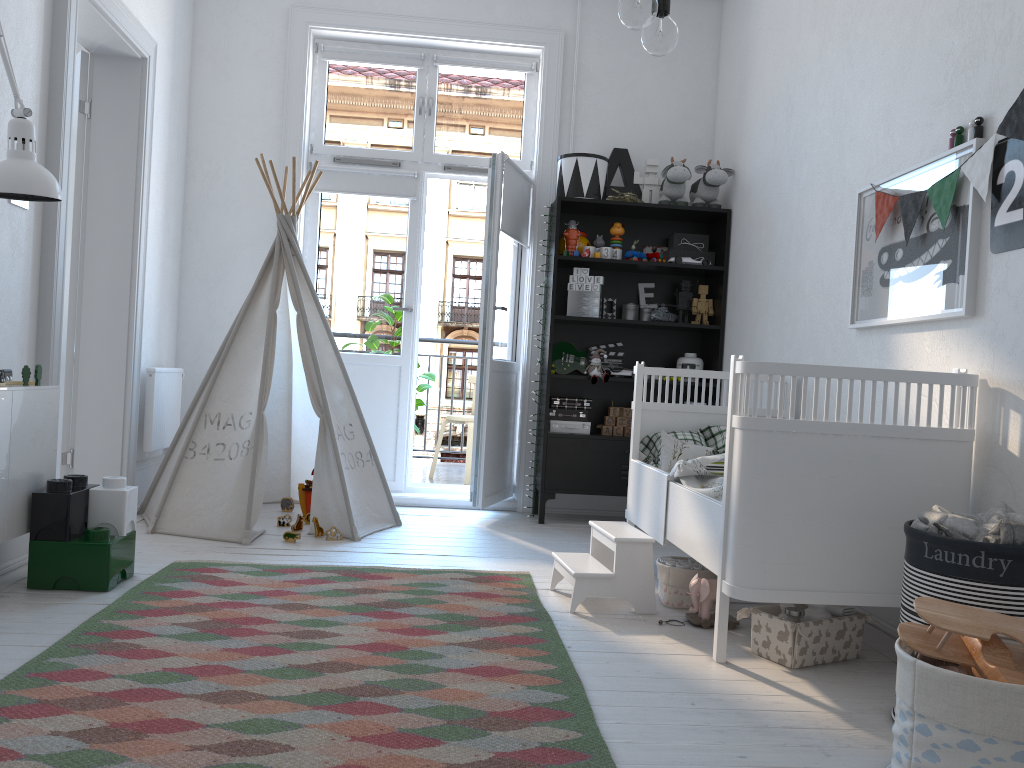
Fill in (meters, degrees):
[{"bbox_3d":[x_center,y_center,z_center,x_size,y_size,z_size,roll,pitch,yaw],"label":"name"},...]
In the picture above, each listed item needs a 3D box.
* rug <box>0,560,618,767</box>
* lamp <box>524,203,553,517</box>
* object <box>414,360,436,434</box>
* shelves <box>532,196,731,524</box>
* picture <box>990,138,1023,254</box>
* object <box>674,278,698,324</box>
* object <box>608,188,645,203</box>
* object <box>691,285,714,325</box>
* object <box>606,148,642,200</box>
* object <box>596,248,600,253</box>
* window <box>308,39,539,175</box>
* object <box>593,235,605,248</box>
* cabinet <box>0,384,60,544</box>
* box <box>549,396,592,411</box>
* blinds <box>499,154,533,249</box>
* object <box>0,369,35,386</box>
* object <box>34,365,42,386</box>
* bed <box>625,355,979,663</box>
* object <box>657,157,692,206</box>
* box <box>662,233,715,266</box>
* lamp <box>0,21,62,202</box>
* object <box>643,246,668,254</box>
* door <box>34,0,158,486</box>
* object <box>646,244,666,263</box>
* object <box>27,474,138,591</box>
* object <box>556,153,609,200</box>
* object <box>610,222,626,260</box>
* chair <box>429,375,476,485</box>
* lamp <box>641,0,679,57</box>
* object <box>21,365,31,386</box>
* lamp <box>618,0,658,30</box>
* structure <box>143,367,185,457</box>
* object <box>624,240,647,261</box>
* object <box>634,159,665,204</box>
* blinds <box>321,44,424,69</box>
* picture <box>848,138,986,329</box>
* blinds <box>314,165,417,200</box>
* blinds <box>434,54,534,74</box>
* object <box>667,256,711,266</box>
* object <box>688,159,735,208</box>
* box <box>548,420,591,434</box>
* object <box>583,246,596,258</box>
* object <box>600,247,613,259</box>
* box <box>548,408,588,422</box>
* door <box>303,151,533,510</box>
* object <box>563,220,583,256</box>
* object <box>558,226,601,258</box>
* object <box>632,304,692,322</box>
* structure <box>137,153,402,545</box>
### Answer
[{"bbox_3d":[-0.502,0.686,2.291,1.320,0.016,2.028,3,0,-5],"label":"rug"},{"bbox_3d":[0.593,-0.102,4.797,0.985,1.684,0.095,3,1,-7],"label":"lamp"},{"bbox_3d":[-0.839,0.009,6.033,0.720,1.225,0.489,3,1,5],"label":"object"},{"bbox_3d":[0.624,-0.097,4.736,0.911,1.678,0.353,3,1,-5],"label":"shelves"},{"bbox_3d":[1.306,-0.499,2.324,0.010,0.301,0.152,3,1,-5],"label":"picture"},{"bbox_3d":[0.938,-0.442,4.789,0.117,0.259,0.081,3,1,-5],"label":"object"},{"bbox_3d":[0.593,-0.988,4.672,0.121,0.100,0.338,4,0,30],"label":"object"},{"bbox_3d":[1.017,-0.418,4.733,0.114,0.221,0.052,3,1,-5],"label":"object"},{"bbox_3d":[0.583,-1.111,4.853,0.343,0.344,0.057,3,1,-5],"label":"object"},{"bbox_3d":[0.452,-0.680,4.684,0.067,0.067,0.067,3,1,-31],"label":"object"},{"bbox_3d":[-0.485,-1.552,4.976,1.263,0.660,0.101,3,1,-5],"label":"window"},{"bbox_3d":[0.469,-0.726,4.788,0.063,0.160,0.063,3,1,-26],"label":"object"},{"bbox_3d":[-1.548,0.232,2.428,0.183,0.454,0.970,3,0,-5],"label":"cabinet"},{"bbox_3d":[0.307,0.103,4.735,0.215,0.062,0.179,3,0,-5],"label":"box"},{"bbox_3d":[0.030,-0.959,4.726,0.032,0.390,0.565,3,1,15],"label":"blinds"},{"bbox_3d":[-1.521,-0.017,2.444,0.111,0.047,0.902,3,0,-10],"label":"object"},{"bbox_3d":[-1.504,-0.028,2.814,0.009,0.067,0.054,3,1,-14],"label":"object"},{"bbox_3d":[0.854,0.350,3.011,0.670,0.833,1.403,3,0,-5],"label":"bed"},{"bbox_3d":[0.853,-1.045,4.680,0.154,0.253,0.370,3,0,3],"label":"object"},{"bbox_3d":[0.960,-0.713,4.798,0.251,0.189,0.179,3,1,-5],"label":"box"},{"bbox_3d":[-1.446,-0.841,2.250,0.200,0.656,0.651,4,1,29],"label":"lamp"},{"bbox_3d":[0.897,-0.690,4.900,0.347,0.132,0.037,3,1,-5],"label":"object"},{"bbox_3d":[-1.851,-0.478,3.798,0.505,2.177,1.465,3,1,-20],"label":"door"},{"bbox_3d":[0.763,-0.691,4.732,0.087,0.112,0.122,3,1,-34],"label":"object"},{"bbox_3d":[-1.373,0.468,2.853,0.246,0.332,0.246,3,1,-5],"label":"object"},{"bbox_3d":[0.396,-1.079,4.763,0.272,0.259,0.395,4,1,24],"label":"object"},{"bbox_3d":[0.551,-0.747,4.671,0.077,0.213,0.077,4,1,29],"label":"object"},{"bbox_3d":[-0.255,0.299,6.060,0.436,0.715,0.498,4,1,40],"label":"chair"},{"bbox_3d":[0.011,-1.442,2.326,0.074,1.530,1.381,3,1,-30],"label":"lamp"},{"bbox_3d":[-1.504,-0.027,2.746,0.007,0.063,0.029,4,1,22],"label":"object"},{"bbox_3d":[-0.050,-1.445,2.202,0.074,1.530,1.381,3,1,-30],"label":"lamp"},{"bbox_3d":[-1.725,0.148,4.440,0.075,0.460,0.635,3,0,-8],"label":"structure"},{"bbox_3d":[0.657,-0.697,4.681,0.121,0.126,0.087,3,1,-28],"label":"object"},{"bbox_3d":[0.756,-1.074,4.837,0.190,0.290,0.065,3,1,0],"label":"object"},{"bbox_3d":[-0.773,-1.818,4.927,0.565,0.087,0.032,3,1,-5],"label":"blinds"},{"bbox_3d":[1.254,-0.438,2.805,0.030,0.493,0.703,3,0,-5],"label":"picture"},{"bbox_3d":[-0.813,-1.125,4.936,0.565,0.158,0.032,3,1,-5],"label":"blinds"},{"bbox_3d":[-0.155,-1.796,4.979,0.565,0.060,0.032,3,1,-5],"label":"blinds"},{"bbox_3d":[0.931,-0.642,4.657,0.230,0.048,0.098,3,0,-15],"label":"object"},{"bbox_3d":[1.004,-1.037,4.697,0.211,0.253,0.386,3,1,-21],"label":"object"},{"bbox_3d":[0.300,0.226,4.735,0.215,0.062,0.179,3,0,-5],"label":"box"},{"bbox_3d":[0.403,-0.682,4.636,0.067,0.067,0.067,3,1,-4],"label":"object"},{"bbox_3d":[0.491,-0.677,4.629,0.067,0.067,0.067,3,1,-4],"label":"object"},{"bbox_3d":[0.285,0.164,4.732,0.215,0.062,0.179,3,0,-5],"label":"box"},{"bbox_3d":[-0.545,-0.303,4.746,1.264,1.839,0.636,3,1,-3],"label":"door"},{"bbox_3d":[0.319,-0.756,4.629,0.105,0.203,0.072,3,1,3],"label":"object"},{"bbox_3d":[0.347,-0.750,4.702,0.197,0.197,0.318,3,0,-8],"label":"object"},{"bbox_3d":[0.804,-0.373,4.728,0.368,0.106,0.349,3,0,-3],"label":"object"},{"bbox_3d":[-1.087,-0.219,4.169,1.143,1.750,1.143,3,1,-29],"label":"structure"}]
